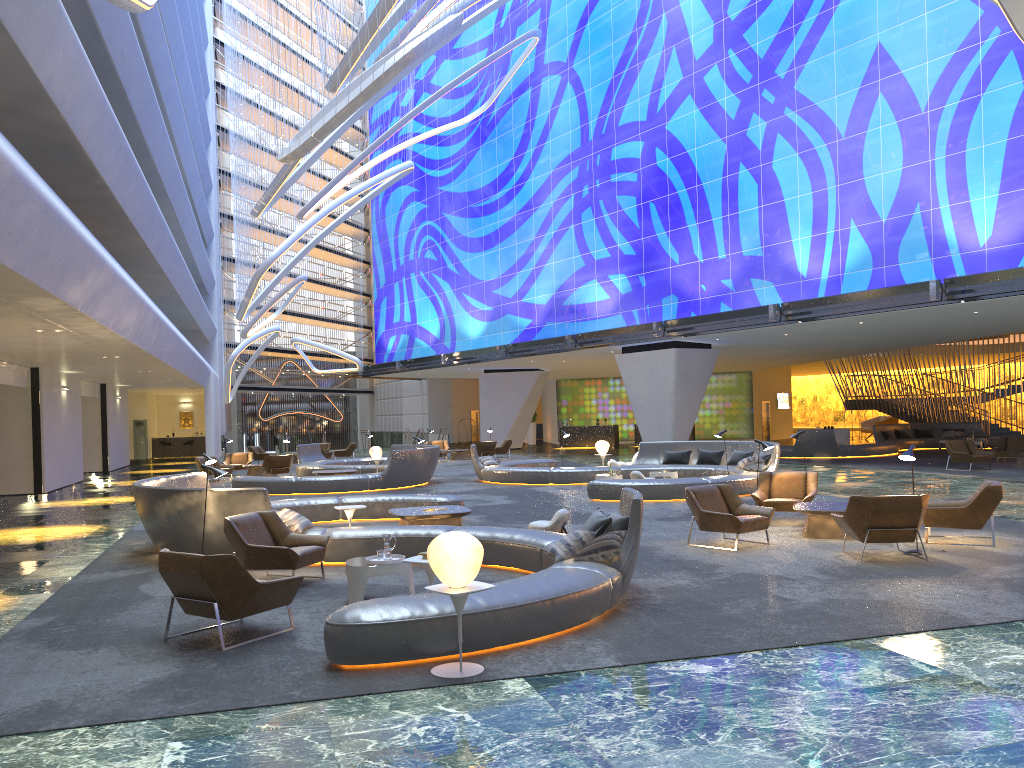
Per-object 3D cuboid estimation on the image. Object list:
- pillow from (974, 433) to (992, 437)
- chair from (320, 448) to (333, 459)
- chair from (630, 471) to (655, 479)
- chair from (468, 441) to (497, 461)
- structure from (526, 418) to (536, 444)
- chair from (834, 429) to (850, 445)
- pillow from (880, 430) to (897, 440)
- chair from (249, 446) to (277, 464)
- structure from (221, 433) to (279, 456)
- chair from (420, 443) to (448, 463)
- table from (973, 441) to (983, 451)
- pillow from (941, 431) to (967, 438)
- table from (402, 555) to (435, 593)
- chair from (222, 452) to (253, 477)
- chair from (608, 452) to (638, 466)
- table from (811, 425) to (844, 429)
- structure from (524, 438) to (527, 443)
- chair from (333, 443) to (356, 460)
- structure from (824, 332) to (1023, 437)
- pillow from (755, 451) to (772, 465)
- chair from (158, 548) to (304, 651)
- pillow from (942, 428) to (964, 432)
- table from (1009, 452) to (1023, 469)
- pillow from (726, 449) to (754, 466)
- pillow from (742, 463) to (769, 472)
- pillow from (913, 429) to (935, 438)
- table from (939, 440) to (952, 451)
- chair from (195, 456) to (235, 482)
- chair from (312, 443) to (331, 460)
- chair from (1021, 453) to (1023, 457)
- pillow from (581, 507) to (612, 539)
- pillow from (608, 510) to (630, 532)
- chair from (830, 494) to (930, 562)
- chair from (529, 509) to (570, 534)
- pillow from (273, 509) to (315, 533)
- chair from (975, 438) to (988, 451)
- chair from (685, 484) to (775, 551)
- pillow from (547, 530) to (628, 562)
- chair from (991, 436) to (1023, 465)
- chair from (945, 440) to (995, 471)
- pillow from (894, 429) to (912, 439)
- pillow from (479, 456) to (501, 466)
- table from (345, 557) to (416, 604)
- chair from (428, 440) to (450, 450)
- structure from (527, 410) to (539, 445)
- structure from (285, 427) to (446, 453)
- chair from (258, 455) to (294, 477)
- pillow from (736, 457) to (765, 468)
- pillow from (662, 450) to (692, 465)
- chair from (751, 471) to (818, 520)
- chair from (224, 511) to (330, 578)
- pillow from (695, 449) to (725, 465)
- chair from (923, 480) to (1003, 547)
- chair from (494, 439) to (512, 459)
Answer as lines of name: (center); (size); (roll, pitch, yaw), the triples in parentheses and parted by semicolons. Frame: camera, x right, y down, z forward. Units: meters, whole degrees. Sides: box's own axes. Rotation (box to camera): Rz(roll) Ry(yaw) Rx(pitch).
pillow: (17.650, 1.926, 33.186); (0.444, 0.207, 0.443); (-1, -2, -29)
chair: (-7.840, 2.851, 35.687); (0.930, 0.766, 0.938); (-2, -1, 36)
chair: (3.192, 2.127, 19.659); (0.586, 0.501, 1.784); (-3, -2, 38)
chair: (-1.096, 2.617, 34.438); (0.929, 0.766, 0.939); (-1, -1, -32)
structure: (1.058, 2.560, 53.402); (1.023, 2.051, 0.772); (-2, 0, 45)
chair: (12.311, 2.141, 33.415); (0.729, 0.882, 1.157); (-2, -1, 28)
pillow: (14.271, 1.942, 33.535); (0.769, 0.369, 0.295); (0, -1, -37)
chair: (-10.257, 2.946, 36.454); (0.939, 0.766, 0.929); (-2, -1, 9)
structure: (-16.807, 7.267, 57.672); (3.016, 8.238, 19.842); (-2, -2, -16)
chair: (-3.054, 2.678, 34.593); (0.939, 0.766, 0.929); (-2, -1, 17)
table: (15.830, 2.180, 30.549); (0.671, 0.406, 0.674); (-1, -2, -29)
pillow: (16.769, 1.909, 33.805); (0.877, 0.262, 0.693); (-1, -2, -25)
table: (-0.685, 1.760, 7.453); (0.428, 0.595, 0.418); (-2, -1, 28)
chair: (-9.126, 2.682, 29.576); (0.929, 0.766, 0.939); (-1, -1, -10)
chair: (3.164, 2.080, 23.855); (1.157, 0.882, 0.729); (-2, -1, 3)
table: (16.311, 2.509, 45.601); (1.243, 0.727, 2.306); (-3, -2, 32)
structure: (0.914, 2.629, 55.329); (1.022, 2.051, 0.773); (-2, 0, -4)
chair: (-7.073, 2.891, 37.496); (0.938, 0.766, 0.930); (-1, -1, -14)
structure: (22.772, -0.386, 37.866); (11.979, 6.246, 16.500); (-1, -2, -16)
pillow: (5.589, 1.716, 19.925); (0.317, 0.366, 0.775); (-2, -2, 1)
chair: (-2.391, 1.743, 7.467); (0.930, 0.766, 0.938); (-2, -1, 34)
pillow: (16.894, 1.867, 33.957); (0.775, 0.366, 0.317); (-2, -1, 26)
table: (13.719, 1.992, 23.156); (1.204, 0.392, 1.203); (-3, -2, 39)
pillow: (5.389, 1.753, 20.941); (0.315, 0.386, 0.785); (-1, -2, -24)
pillow: (5.211, 1.800, 18.916); (0.445, 0.207, 0.443); (-3, -2, 36)
pillow: (15.889, 1.900, 34.205); (0.784, 0.386, 0.315); (-2, -1, 1)
table: (15.794, 2.233, 32.065); (0.671, 0.406, 0.673); (-2, -2, 29)
chair: (-9.088, 2.595, 27.040); (0.939, 0.766, 0.929); (-2, -1, 17)
chair: (-8.402, 2.965, 38.583); (0.929, 0.766, 0.939); (-2, -1, 11)
chair: (12.895, 1.778, 21.442); (0.930, 0.766, 0.939); (-2, -1, 23)
pillow: (0.817, 1.450, 8.775); (0.315, 0.386, 0.785); (-2, -2, 0)
pillow: (1.009, 1.472, 8.865); (0.295, 0.369, 0.769); (-2, -2, -3)
chair: (4.334, 1.649, 10.387); (0.929, 0.766, 0.939); (-2, -1, 3)
chair: (0.520, 1.945, 12.014); (0.587, 0.501, 0.491); (-2, -1, 19)
pillow: (-2.844, 1.704, 11.156); (0.878, 0.262, 0.692); (-3, -2, 36)
chair: (16.413, 2.137, 31.146); (0.491, 0.501, 0.587); (-2, -1, 1)
chair: (2.822, 1.735, 11.642); (0.929, 0.766, 0.939); (-1, -1, -37)
pillow: (0.700, 1.534, 8.438); (0.874, 0.280, 0.684); (-2, -2, 21)
chair: (13.954, 1.855, 24.622); (0.938, 0.766, 0.930); (0, -2, -45)
chair: (11.899, 1.863, 23.135); (0.929, 0.766, 0.939); (-1, -1, -18)
pillow: (14.984, 1.915, 34.006); (0.759, 0.417, 0.281); (-1, -1, -23)
pillow: (-0.651, 2.075, 23.986); (0.692, 0.262, 0.878); (-1, -2, -7)
table: (-1.308, 1.933, 8.705); (0.671, 0.406, 0.674); (-1, -1, -19)
chair: (-3.092, 2.764, 37.129); (0.929, 0.766, 0.939); (-1, -1, -10)
structure: (1.162, 2.484, 51.266); (1.022, 2.051, 0.773); (-1, 0, -37)
structure: (-10.740, 7.201, 59.851); (9.302, 8.398, 19.746); (-1, -2, -16)
chair: (-7.130, 2.534, 26.885); (0.929, 0.766, 0.939); (-1, -1, -32)
pillow: (5.399, 1.767, 19.975); (0.878, 0.262, 0.692); (-3, -2, 40)
pillow: (4.099, 1.848, 22.124); (0.769, 0.369, 0.295); (-2, -1, 28)
chair: (4.251, 1.765, 13.738); (0.930, 0.766, 0.938); (-2, -1, 25)
chair: (-2.616, 1.828, 9.811); (0.939, 0.766, 0.929); (-2, -1, 17)
pillow: (4.826, 1.789, 21.676); (0.759, 0.417, 0.281); (-3, -1, 42)
chair: (5.757, 1.641, 11.349); (0.939, 0.766, 0.929); (-2, -1, 28)
chair: (-0.486, 2.653, 36.044); (0.938, 0.766, 0.930); (-1, -1, -7)
